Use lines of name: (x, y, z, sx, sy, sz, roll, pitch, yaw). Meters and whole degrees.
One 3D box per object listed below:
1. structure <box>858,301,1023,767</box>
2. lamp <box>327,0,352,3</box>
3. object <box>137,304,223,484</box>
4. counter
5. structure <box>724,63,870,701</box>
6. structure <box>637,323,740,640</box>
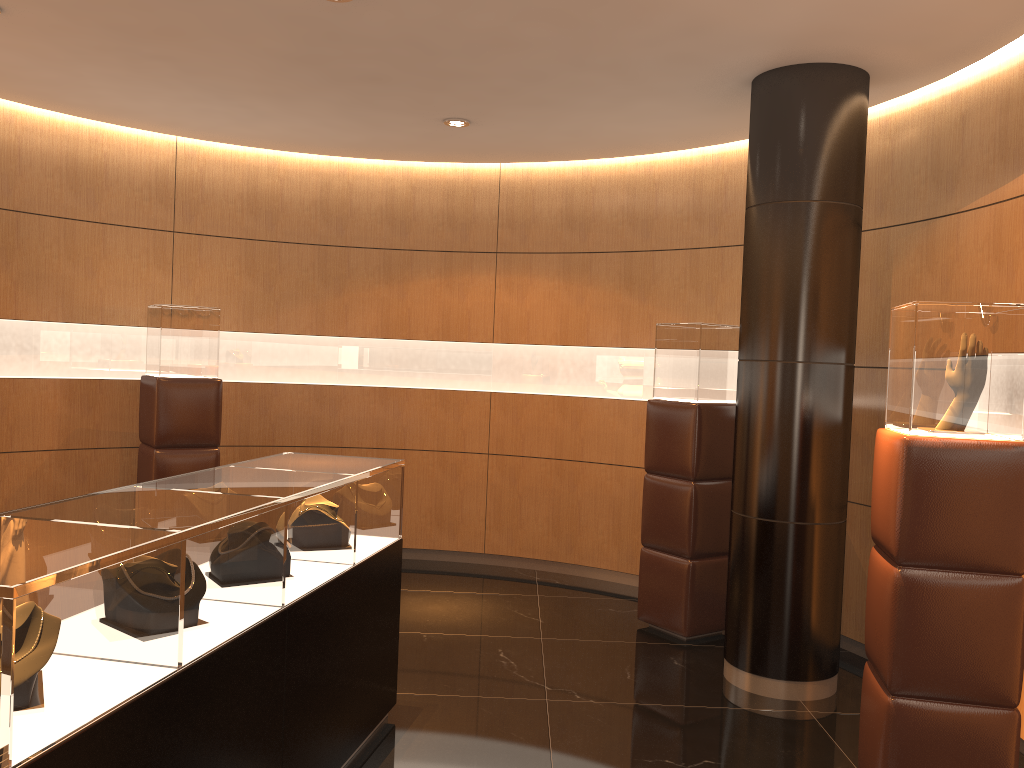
structure: (1.691, 0.696, 3.472, 0.498, 2.000, 0.484, 3, 2, 11)
lamp: (-0.778, -1.752, 3.912, 0.176, 0.068, 0.176, 3, 2, 5)
object: (-2.383, 0.448, 6.345, 0.484, 2.000, 0.498, 1, 2, -35)
counter: (-1.069, 0.954, 3.062, 0.615, 1.173, 2.514, 3, 2, 11)
structure: (1.562, -0.063, 4.897, 0.613, 3.430, 0.613, 3, 2, 15)
structure: (1.181, 0.612, 5.810, 0.484, 2.000, 0.498, 1, 2, -35)
